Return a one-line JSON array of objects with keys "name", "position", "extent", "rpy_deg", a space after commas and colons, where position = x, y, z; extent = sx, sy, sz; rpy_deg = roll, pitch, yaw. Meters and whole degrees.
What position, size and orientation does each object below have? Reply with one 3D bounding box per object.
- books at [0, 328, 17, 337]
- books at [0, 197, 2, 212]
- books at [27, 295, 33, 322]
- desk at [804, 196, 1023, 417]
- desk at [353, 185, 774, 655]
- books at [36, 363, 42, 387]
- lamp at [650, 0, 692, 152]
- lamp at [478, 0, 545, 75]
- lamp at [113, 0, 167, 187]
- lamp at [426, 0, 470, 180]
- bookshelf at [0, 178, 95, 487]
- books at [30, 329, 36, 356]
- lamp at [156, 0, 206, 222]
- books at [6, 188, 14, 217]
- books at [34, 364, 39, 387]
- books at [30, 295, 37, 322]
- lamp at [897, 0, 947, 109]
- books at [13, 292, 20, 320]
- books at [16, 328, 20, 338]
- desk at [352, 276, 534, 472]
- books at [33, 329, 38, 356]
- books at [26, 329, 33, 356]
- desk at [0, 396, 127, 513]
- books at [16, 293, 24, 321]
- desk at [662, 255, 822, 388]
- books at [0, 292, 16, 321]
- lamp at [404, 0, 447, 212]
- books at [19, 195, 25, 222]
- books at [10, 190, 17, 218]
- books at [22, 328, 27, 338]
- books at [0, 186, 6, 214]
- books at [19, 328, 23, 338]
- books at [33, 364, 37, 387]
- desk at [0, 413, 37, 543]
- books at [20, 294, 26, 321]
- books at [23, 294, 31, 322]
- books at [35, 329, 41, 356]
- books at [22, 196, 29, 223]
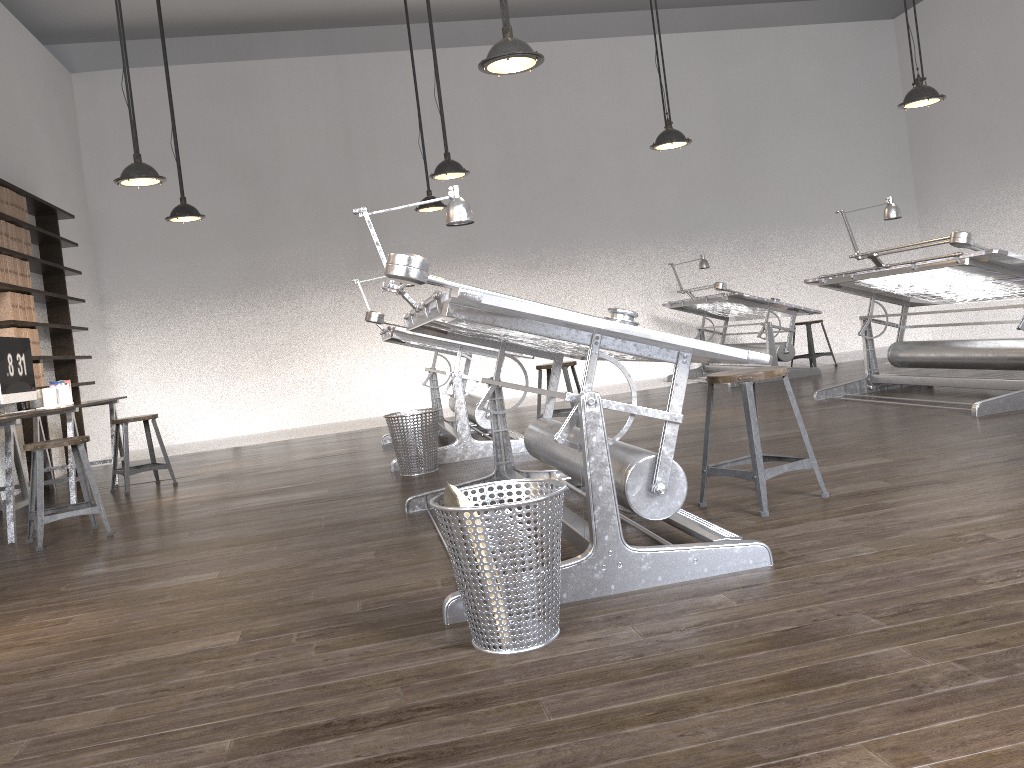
[{"name": "books", "position": [-3.832, -0.305, 6.683], "extent": [0.175, 0.226, 0.067], "rpy_deg": [-7, 0, -10]}, {"name": "books", "position": [-3.976, -1.395, 6.705], "extent": [0.175, 0.225, 0.066], "rpy_deg": [-7, 0, -10]}, {"name": "books", "position": [-3.943, -0.590, 7.074], "extent": [0.175, 0.225, 0.066], "rpy_deg": [-7, 0, -10]}, {"name": "desk", "position": [2.775, -0.589, 5.857], "extent": [1.078, 1.386, 2.069], "rpy_deg": [-7, 2, -10]}, {"name": "desk", "position": [0.032, -0.104, 3.275], "extent": [1.078, 1.386, 2.280], "rpy_deg": [-7, 2, -10]}, {"name": "books", "position": [-3.879, -0.042, 7.096], "extent": [0.174, 0.225, 0.066], "rpy_deg": [-7, 0, -10]}, {"name": "lamp", "position": [1.042, -2.878, 6.567], "extent": [0.312, 2.265, 0.311], "rpy_deg": [-7, 0, 14]}, {"name": "lamp", "position": [-0.141, -2.601, 4.121], "extent": [0.312, 2.252, 0.311], "rpy_deg": [-7, 0, 10]}, {"name": "lamp", "position": [-2.486, -2.392, 5.591], "extent": [0.312, 2.252, 0.311], "rpy_deg": [-7, 0, 14]}, {"name": "lamp", "position": [-0.609, -2.686, 6.683], "extent": [0.312, 2.252, 0.311], "rpy_deg": [-7, 0, 14]}, {"name": "bookshelf", "position": [-3.399, 0.090, 4.029], "extent": [0.374, 3.204, 9.179], "rpy_deg": [-7, 3, -10]}, {"name": "books", "position": [-3.893, -0.316, 7.027], "extent": [0.175, 0.226, 0.067], "rpy_deg": [-7, 0, -10]}, {"name": "lamp", "position": [-2.765, -2.442, 7.120], "extent": [0.312, 2.252, 0.311], "rpy_deg": [-7, 0, 14]}, {"name": "books", "position": [-4.009, -1.402, 6.914], "extent": [0.175, 0.225, 0.066], "rpy_deg": [-7, 0, -10]}, {"name": "books", "position": [-3.864, -0.040, 7.027], "extent": [0.175, 0.225, 0.066], "rpy_deg": [-7, 0, -10]}, {"name": "books", "position": [-3.954, -0.593, 7.149], "extent": [0.175, 0.225, 0.066], "rpy_deg": [-7, 0, -10]}, {"name": "lamp", "position": [2.713, -3.069, 6.158], "extent": [0.313, 2.252, 0.310], "rpy_deg": [-7, 0, -31]}, {"name": "books", "position": [-3.890, -0.580, 6.788], "extent": [0.174, 0.225, 0.066], "rpy_deg": [-7, 0, -10]}, {"name": "books", "position": [-3.848, -0.306, 6.752], "extent": [0.175, 0.225, 0.066], "rpy_deg": [-7, 0, -10]}, {"name": "desk", "position": [-0.570, -0.213, 6.572], "extent": [1.078, 1.386, 2.069], "rpy_deg": [-7, 2, -10]}, {"name": "books", "position": [-3.909, -0.318, 7.088], "extent": [0.175, 0.225, 0.066], "rpy_deg": [-7, 0, -10]}, {"name": "books", "position": [-3.881, -0.314, 6.961], "extent": [0.175, 0.225, 0.066], "rpy_deg": [-7, 0, -10]}, {"name": "desk", "position": [-3.293, 0.501, 6.400], "extent": [0.656, 0.669, 1.669], "rpy_deg": [-7, 3, -10]}, {"name": "books", "position": [-3.898, -0.583, 6.859], "extent": [0.174, 0.225, 0.066], "rpy_deg": [-7, 0, -10]}, {"name": "desk", "position": [2.314, -0.738, 9.555], "extent": [1.078, 1.386, 2.069], "rpy_deg": [-7, 2, -10]}, {"name": "books", "position": [-3.877, -0.578, 6.718], "extent": [0.175, 0.225, 0.066], "rpy_deg": [-7, 0, -10]}, {"name": "lamp", "position": [-0.888, -2.737, 8.212], "extent": [0.313, 2.252, 0.310], "rpy_deg": [-7, 0, -31]}, {"name": "books", "position": [-4.066, -1.410, 7.188], "extent": [0.174, 0.225, 0.066], "rpy_deg": [-7, 0, -10]}, {"name": "books", "position": [-4.021, -1.404, 6.985], "extent": [0.175, 0.226, 0.067], "rpy_deg": [-7, 0, -10]}, {"name": "books", "position": [-3.871, -0.311, 6.889], "extent": [0.174, 0.225, 0.066], "rpy_deg": [-7, 0, -10]}, {"name": "books", "position": [-3.990, -1.397, 6.773], "extent": [0.174, 0.225, 0.066], "rpy_deg": [-7, 0, -10]}, {"name": "books", "position": [-3.863, -0.308, 6.820], "extent": [0.174, 0.225, 0.066], "rpy_deg": [-7, 0, -10]}, {"name": "books", "position": [-3.848, -0.039, 6.959], "extent": [0.175, 0.226, 0.067], "rpy_deg": [-7, 0, -10]}, {"name": "desk", "position": [-2.909, 0.571, 4.294], "extent": [0.656, 0.669, 1.669], "rpy_deg": [-7, 3, -10]}, {"name": "books", "position": [-3.916, -0.585, 6.928], "extent": [0.175, 0.225, 0.066], "rpy_deg": [-7, 0, -10]}, {"name": "books", "position": [-3.924, -0.588, 7.002], "extent": [0.175, 0.226, 0.067], "rpy_deg": [-7, 0, -10]}, {"name": "books", "position": [-3.922, -0.320, 7.157], "extent": [0.175, 0.225, 0.066], "rpy_deg": [-7, 0, -10]}, {"name": "books", "position": [-4.075, -1.413, 7.258], "extent": [0.174, 0.225, 0.066], "rpy_deg": [-7, 0, -10]}]
